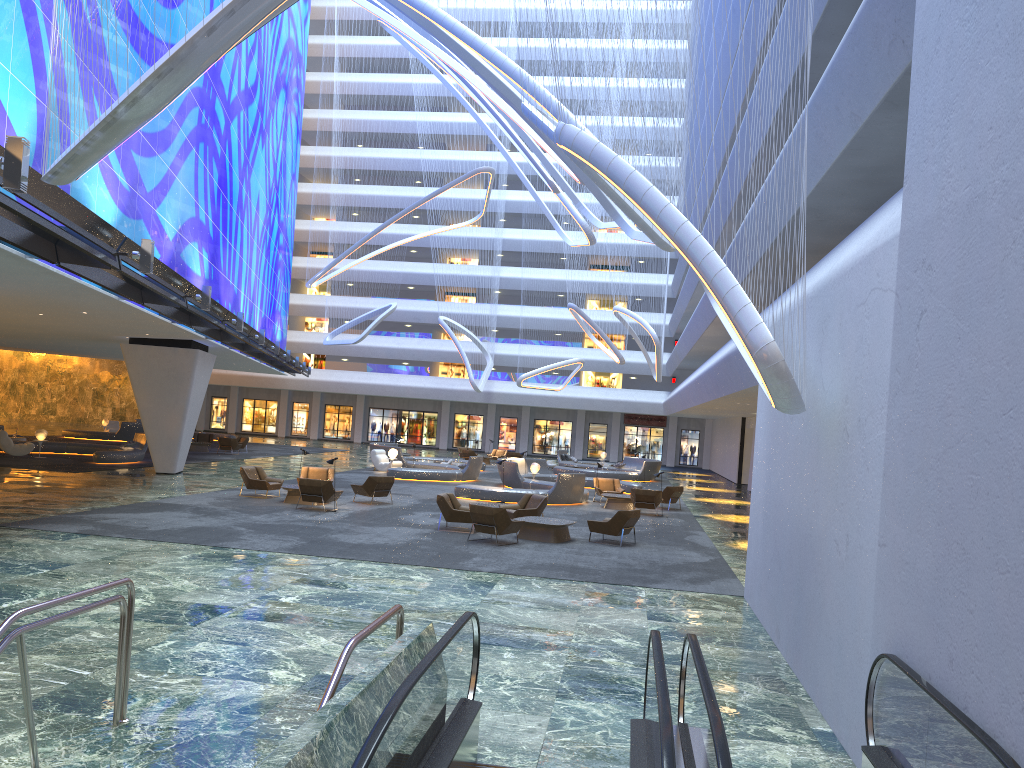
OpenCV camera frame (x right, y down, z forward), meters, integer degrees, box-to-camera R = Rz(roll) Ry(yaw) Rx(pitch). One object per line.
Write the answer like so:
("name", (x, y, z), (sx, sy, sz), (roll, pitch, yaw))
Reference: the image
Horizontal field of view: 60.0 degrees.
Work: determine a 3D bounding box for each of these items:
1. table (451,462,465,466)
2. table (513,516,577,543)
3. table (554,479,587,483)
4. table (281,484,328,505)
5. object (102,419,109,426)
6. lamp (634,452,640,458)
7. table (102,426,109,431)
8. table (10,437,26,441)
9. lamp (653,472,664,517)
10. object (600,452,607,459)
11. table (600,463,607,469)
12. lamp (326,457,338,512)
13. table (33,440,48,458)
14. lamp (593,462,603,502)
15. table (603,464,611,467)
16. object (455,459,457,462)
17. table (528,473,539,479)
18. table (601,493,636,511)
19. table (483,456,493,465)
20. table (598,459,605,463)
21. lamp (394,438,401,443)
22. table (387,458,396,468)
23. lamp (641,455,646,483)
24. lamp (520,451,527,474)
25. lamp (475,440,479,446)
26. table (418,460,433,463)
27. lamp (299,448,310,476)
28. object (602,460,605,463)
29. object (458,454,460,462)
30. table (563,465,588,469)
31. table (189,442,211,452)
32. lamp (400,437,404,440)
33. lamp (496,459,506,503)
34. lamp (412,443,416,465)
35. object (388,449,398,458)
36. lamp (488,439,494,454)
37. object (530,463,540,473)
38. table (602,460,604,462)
("table", (-2.326, 3.698, 39.453), (0.674, 0.406, 0.670), (5, -2, -30))
("table", (0.696, 3.098, 18.859), (1.202, 0.392, 1.205), (3, -2, 26))
("table", (2.148, 3.746, 32.621), (1.202, 0.392, 1.204), (4, -2, 8))
("table", (-5.209, 2.827, 22.573), (1.202, 0.392, 1.204), (4, -2, 8))
("object", (-21.452, 2.028, 46.773), (0.366, 0.387, 0.318), (4, -1, 15))
("lamp", (6.352, 4.087, 45.099), (0.384, 1.300, 0.202), (4, 0, 7))
("table", (-21.532, 2.513, 46.747), (0.418, 0.595, 0.428), (4, -1, 7))
("table", (-19.342, 2.307, 34.787), (0.671, 0.406, 0.674), (4, -2, -5))
("lamp", (4.237, 3.166, 25.612), (0.384, 1.300, 0.202), (4, 0, 25))
("object", (5.232, 4.081, 50.661), (0.367, 0.387, 0.318), (4, -1, -10))
("table", (4.533, 4.276, 44.614), (0.418, 0.595, 0.428), (4, -1, 4))
("lamp", (-4.290, 2.383, 21.098), (0.384, 1.300, 0.202), (4, 0, 25))
("table", (-16.329, 2.246, 30.679), (0.427, 0.595, 0.418), (4, -1, 7))
("lamp", (2.784, 3.189, 28.800), (0.201, 1.300, 0.384), (4, 0, 24))
("table", (5.034, 4.557, 47.968), (0.671, 0.406, 0.674), (4, -2, 4))
("object", (-2.513, 3.425, 39.501), (0.071, 0.118, 0.151), (4, -2, 18))
("table", (0.754, 3.499, 31.761), (0.418, 0.595, 0.428), (4, -1, 7))
("table", (3.318, 3.610, 27.087), (1.202, 0.392, 1.204), (4, -2, 7))
("table", (-1.727, 4.041, 47.023), (1.202, 0.392, 1.205), (2, -3, 43))
("table", (4.968, 4.495, 49.366), (0.418, 0.595, 0.427), (5, -1, -38))
("lamp", (-5.203, 3.057, 39.754), (0.384, 1.300, 0.202), (4, 0, 1))
("table", (-4.761, 3.236, 34.988), (0.418, 0.595, 0.427), (4, -1, -18))
("lamp", (6.093, 3.909, 41.049), (0.202, 1.300, 0.384), (4, -1, -33))
("lamp", (0.437, 3.249, 34.524), (0.384, 1.300, 0.202), (4, 0, 25))
("lamp", (-1.818, 3.516, 45.306), (0.202, 1.300, 0.384), (4, -1, -30))
("table", (-3.837, 3.588, 39.378), (0.673, 0.406, 0.672), (3, -2, 27))
("lamp", (-5.743, 2.406, 24.286), (0.201, 1.300, 0.384), (4, 0, 24))
("object", (4.975, 4.223, 48.047), (0.131, 0.252, 0.103), (4, -1, -9))
("object", (-2.371, 3.319, 39.575), (0.066, 0.355, 0.076), (4, 0, -25))
("table", (3.135, 4.259, 43.808), (1.202, 0.392, 1.204), (4, -2, 8))
("table", (-14.467, 2.889, 40.721), (1.204, 0.392, 1.202), (5, -2, -28))
("lamp", (-5.322, 3.144, 42.164), (0.202, 1.300, 0.384), (4, -1, -38))
("lamp", (-0.330, 2.870, 26.310), (0.384, 1.300, 0.202), (4, 0, 25))
("lamp", (-3.831, 2.945, 34.473), (0.202, 1.300, 0.384), (4, 0, -17))
("object", (-4.696, 2.750, 35.032), (0.367, 0.387, 0.318), (4, -1, -10))
("lamp", (-1.175, 3.698, 48.750), (0.384, 1.300, 0.201), (4, 0, -31))
("object", (0.833, 3.014, 31.788), (0.366, 0.387, 0.318), (4, -1, 15))
("table", (5.167, 4.567, 50.618), (0.418, 0.595, 0.427), (4, -1, -18))
